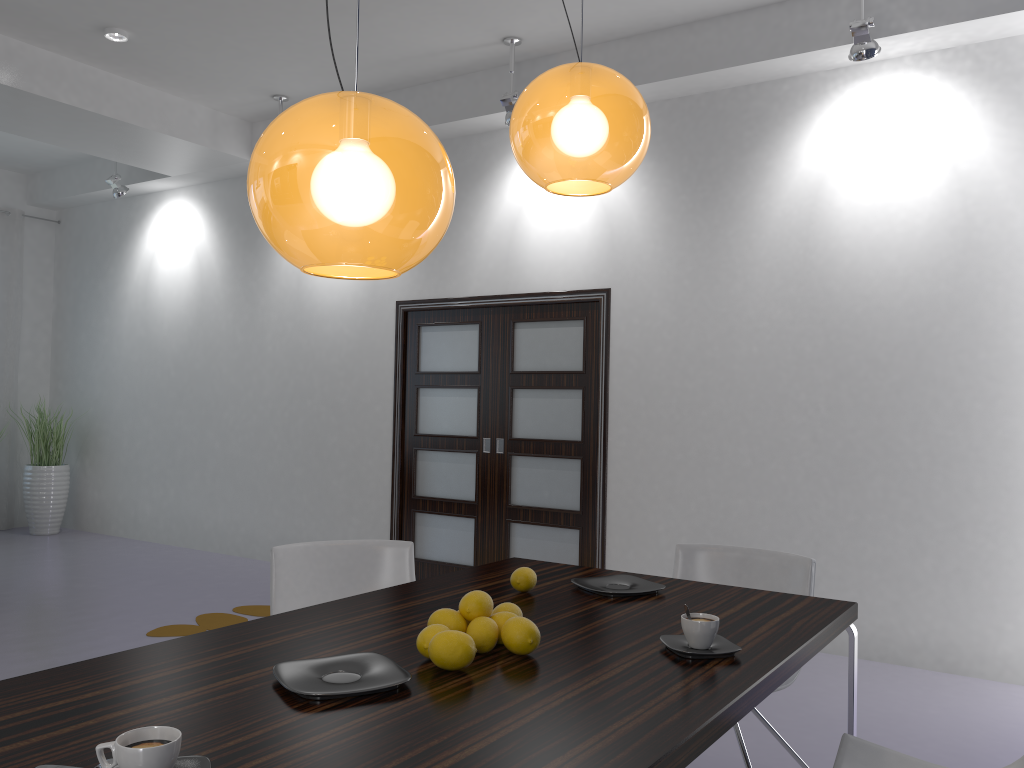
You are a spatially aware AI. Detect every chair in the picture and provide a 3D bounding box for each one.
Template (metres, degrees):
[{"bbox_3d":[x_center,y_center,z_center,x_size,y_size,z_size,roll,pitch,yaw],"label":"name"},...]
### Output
[{"bbox_3d":[-0.527,0.961,2.943,0.508,0.805,0.620,2,-2,-22],"label":"chair"},{"bbox_3d":[0.710,0.990,3.011,0.508,0.805,0.620,0,-2,33],"label":"chair"},{"bbox_3d":[0.947,0.964,1.800,0.620,0.805,0.508,0,-2,28],"label":"chair"}]

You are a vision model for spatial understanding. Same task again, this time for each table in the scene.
[{"bbox_3d":[-0.087,0.954,1.876,1.127,0.783,2.046,0,-2,33],"label":"table"}]

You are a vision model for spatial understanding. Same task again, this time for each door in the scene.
[{"bbox_3d":[-0.084,0.424,6.130,1.764,2.061,0.220,0,-2,33],"label":"door"}]

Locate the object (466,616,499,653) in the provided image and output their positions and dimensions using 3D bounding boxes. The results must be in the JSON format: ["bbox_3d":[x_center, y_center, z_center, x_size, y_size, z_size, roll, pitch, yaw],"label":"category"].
[{"bbox_3d":[-0.063,0.527,1.862,0.069,0.071,0.081,1,-1,10],"label":"object"}]

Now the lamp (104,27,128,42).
[{"bbox_3d":[-2.381,-2.101,5.336,0.132,0.035,0.132,1,-1,6],"label":"lamp"}]

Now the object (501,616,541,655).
[{"bbox_3d":[0.018,0.526,1.851,0.079,0.077,0.094,2,-2,-13],"label":"object"}]

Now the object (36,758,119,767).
[{"bbox_3d":[-0.584,0.519,1.209,0.155,0.028,0.032,1,-2,14],"label":"object"}]

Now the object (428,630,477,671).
[{"bbox_3d":[-0.116,0.520,1.731,0.094,0.077,0.079,1,-1,7],"label":"object"}]

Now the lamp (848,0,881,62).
[{"bbox_3d":[1.689,-1.800,4.260,0.150,0.511,0.185,0,-2,33],"label":"lamp"}]

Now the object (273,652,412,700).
[{"bbox_3d":[-0.317,0.544,1.649,0.232,0.020,0.232,2,-2,-28],"label":"object"}]

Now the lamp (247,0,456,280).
[{"bbox_3d":[-0.260,-1.180,1.580,0.358,1.974,0.359,0,-2,38],"label":"lamp"}]

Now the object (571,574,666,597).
[{"bbox_3d":[0.303,0.581,2.545,0.232,0.020,0.232,2,-2,-28],"label":"object"}]

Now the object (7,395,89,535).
[{"bbox_3d":[-4.452,0.750,8.363,0.713,1.334,0.656,1,-2,18],"label":"object"}]

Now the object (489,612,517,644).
[{"bbox_3d":[-0.019,0.531,1.932,0.083,0.068,0.070,1,-1,2],"label":"object"}]

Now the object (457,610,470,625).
[{"bbox_3d":[-0.090,0.531,1.978,0.083,0.068,0.070,1,-1,2],"label":"object"}]

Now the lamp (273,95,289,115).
[{"bbox_3d":[-1.666,-1.818,6.439,0.150,0.511,0.185,0,-2,33],"label":"lamp"}]

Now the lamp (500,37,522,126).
[{"bbox_3d":[0.011,-1.809,5.349,0.150,0.511,0.185,0,-2,33],"label":"lamp"}]

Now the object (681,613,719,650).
[{"bbox_3d":[0.400,0.535,1.920,0.081,0.064,0.101,2,-2,-32],"label":"object"}]

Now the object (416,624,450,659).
[{"bbox_3d":[-0.156,0.525,1.806,0.070,0.068,0.083,0,-2,37],"label":"object"}]

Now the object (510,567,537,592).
[{"bbox_3d":[0.033,0.547,2.476,0.070,0.068,0.083,0,-2,37],"label":"object"}]

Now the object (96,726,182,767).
[{"bbox_3d":[-0.487,0.496,1.161,0.101,0.064,0.081,2,-2,-31],"label":"object"}]

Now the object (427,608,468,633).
[{"bbox_3d":[-0.137,0.522,1.900,0.094,0.080,0.076,0,-2,34],"label":"object"}]

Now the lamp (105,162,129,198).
[{"bbox_3d":[-3.343,-1.827,7.528,0.150,0.511,0.185,0,-2,33],"label":"lamp"}]

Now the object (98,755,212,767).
[{"bbox_3d":[-0.479,0.528,1.165,0.154,0.020,0.154,2,-2,-11],"label":"object"}]

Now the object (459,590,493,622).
[{"bbox_3d":[-0.077,0.484,1.926,0.070,0.068,0.083,0,-2,37],"label":"object"}]

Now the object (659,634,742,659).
[{"bbox_3d":[0.404,0.566,1.911,0.154,0.020,0.154,2,-2,-12],"label":"object"}]

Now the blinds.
[{"bbox_3d":[-5.593,-0.194,7.529,0.120,3.112,2.830,0,-2,33],"label":"blinds"}]

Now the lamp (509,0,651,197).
[{"bbox_3d":[0.187,-1.317,2.272,0.359,1.645,0.358,0,-2,44],"label":"lamp"}]

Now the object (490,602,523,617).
[{"bbox_3d":[-0.012,0.534,2.020,0.070,0.068,0.083,0,-2,37],"label":"object"}]

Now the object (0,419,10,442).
[{"bbox_3d":[-4.784,0.728,7.792,0.656,1.334,0.713,0,-2,33],"label":"object"}]
